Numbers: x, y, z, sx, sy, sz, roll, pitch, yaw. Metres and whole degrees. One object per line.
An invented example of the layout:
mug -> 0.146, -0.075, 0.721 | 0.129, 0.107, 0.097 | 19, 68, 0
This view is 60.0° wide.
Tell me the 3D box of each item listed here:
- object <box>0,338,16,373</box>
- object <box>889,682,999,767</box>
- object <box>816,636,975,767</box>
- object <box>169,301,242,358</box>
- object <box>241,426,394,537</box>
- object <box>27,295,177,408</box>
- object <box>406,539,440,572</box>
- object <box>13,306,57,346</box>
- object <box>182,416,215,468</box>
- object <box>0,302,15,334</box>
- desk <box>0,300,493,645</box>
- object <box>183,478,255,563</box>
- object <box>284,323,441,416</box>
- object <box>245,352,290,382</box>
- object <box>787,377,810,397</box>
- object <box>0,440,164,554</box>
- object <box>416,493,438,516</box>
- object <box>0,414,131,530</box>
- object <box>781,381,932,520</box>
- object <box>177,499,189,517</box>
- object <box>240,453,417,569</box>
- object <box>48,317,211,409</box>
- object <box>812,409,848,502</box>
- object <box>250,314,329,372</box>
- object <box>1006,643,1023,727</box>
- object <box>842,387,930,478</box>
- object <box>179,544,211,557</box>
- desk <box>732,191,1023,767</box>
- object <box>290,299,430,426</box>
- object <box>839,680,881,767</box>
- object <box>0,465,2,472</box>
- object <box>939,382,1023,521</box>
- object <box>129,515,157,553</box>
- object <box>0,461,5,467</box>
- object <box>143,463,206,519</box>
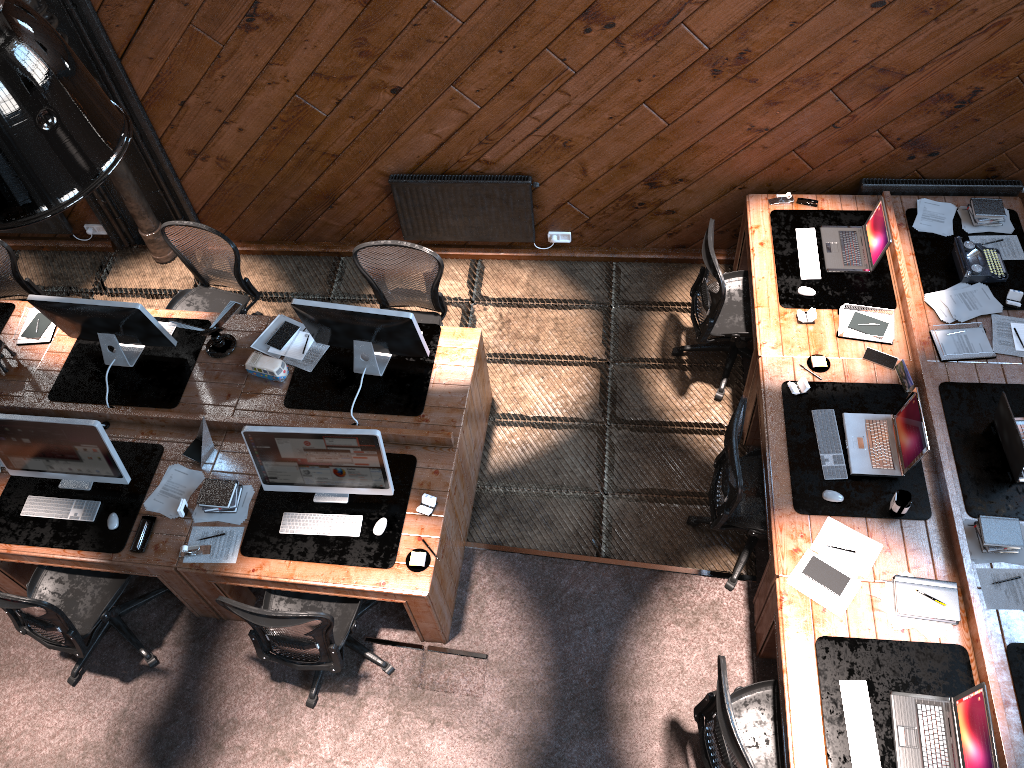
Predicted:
object -> -3.216, -0.262, 5.477 | 0.135, 0.351, 0.229 | 0, 55, 6
object -> 1.835, 1.492, 3.791 | 0.323, 0.283, 0.390 | 4, 55, 8
object -> 1.740, 1.552, 3.934 | 0.687, 0.008, 0.848 | 2, 55, 7
object -> -1.831, -0.350, 5.385 | 0.417, 0.380, 0.304 | -20, 55, -9
object -> -0.994, 0.402, 4.670 | 0.714, 0.573, 0.610 | 1, 55, 6
object -> -2.422, -0.378, 5.362 | 0.642, 0.578, 0.772 | -34, 59, -18
object -> -0.479, 0.900, 4.592 | 0.154, 0.026, 0.158 | -34, 58, -18
object -> -3.063, -0.396, 5.736 | 0.229, 0.060, 0.316 | -4, 54, 3
object -> -1.777, 0.314, 4.949 | 0.178, 0.320, 0.165 | 10, 56, 12
object -> -3.744, -0.280, 5.748 | 0.848, 0.008, 0.687 | 3, 55, 8
desk -> -2.313, 0.411, 5.532 | 4.117, 0.840, 1.748 | 4, 55, 8
object -> -1.600, 0.723, 4.778 | 0.319, 0.098, 0.478 | 1, 55, 6
object -> -0.895, -0.115, 5.366 | 0.848, 0.008, 0.687 | 3, 55, 8
object -> -1.479, -0.102, 5.359 | 0.253, 0.146, 0.128 | 14, 57, 15
object -> 1.612, 0.014, 4.997 | 0.106, 0.063, 0.082 | -12, 54, -4
object -> -2.466, 0.606, 4.998 | 0.848, 0.008, 0.687 | 3, 55, 8
object -> -0.458, 0.650, 4.746 | 0.082, 0.063, 0.106 | 17, 58, 16
object -> -2.449, 0.445, 4.777 | 0.654, 0.576, 0.735 | -33, 58, -17
object -> 1.839, 0.338, 4.790 | 0.687, 0.008, 0.848 | 2, 55, 7
object -> -1.791, 0.679, 4.828 | 0.034, 0.102, 0.076 | 3, 55, 7
object -> -0.987, 0.654, 4.827 | 0.848, 0.008, 0.687 | 3, 55, 8
object -> -2.374, -0.154, 5.531 | 0.848, 0.008, 0.687 | 3, 55, 8
object -> 1.709, 0.376, 4.753 | 0.139, 0.040, 0.577 | 2, 55, 6
object -> -1.354, -0.261, 5.496 | 0.467, 0.017, 0.304 | 22, 59, 19
object -> 2.596, 1.559, 3.849 | 0.687, 0.008, 0.848 | 2, 55, 7
object -> 1.942, 0.247, 4.634 | 0.320, 0.288, 0.380 | 2, 55, 7
object -> -1.685, 0.875, 4.700 | 0.159, 0.064, 0.054 | -8, 54, 0
desk -> 2.269, 0.617, 4.960 | 1.748, 0.840, 4.117 | 2, 55, 7
object -> -0.841, -0.299, 5.159 | 0.663, 0.578, 0.811 | -26, 56, -13
object -> 1.542, 1.593, 3.902 | 0.139, 0.040, 0.577 | 2, 55, 7
object -> -3.102, 0.542, 5.055 | 0.129, 0.083, 0.347 | 37, 66, 27
object -> 2.694, 0.344, 4.705 | 0.687, 0.008, 0.848 | 2, 55, 7
object -> -1.995, 0.811, 4.795 | 0.089, 0.031, 0.215 | 2, 55, 7
object -> -3.091, 0.331, 5.235 | 0.467, 0.017, 0.304 | 8, 56, 11
object -> -1.885, 0.596, 4.954 | 0.246, 0.002, 0.315 | 15, 57, 15
